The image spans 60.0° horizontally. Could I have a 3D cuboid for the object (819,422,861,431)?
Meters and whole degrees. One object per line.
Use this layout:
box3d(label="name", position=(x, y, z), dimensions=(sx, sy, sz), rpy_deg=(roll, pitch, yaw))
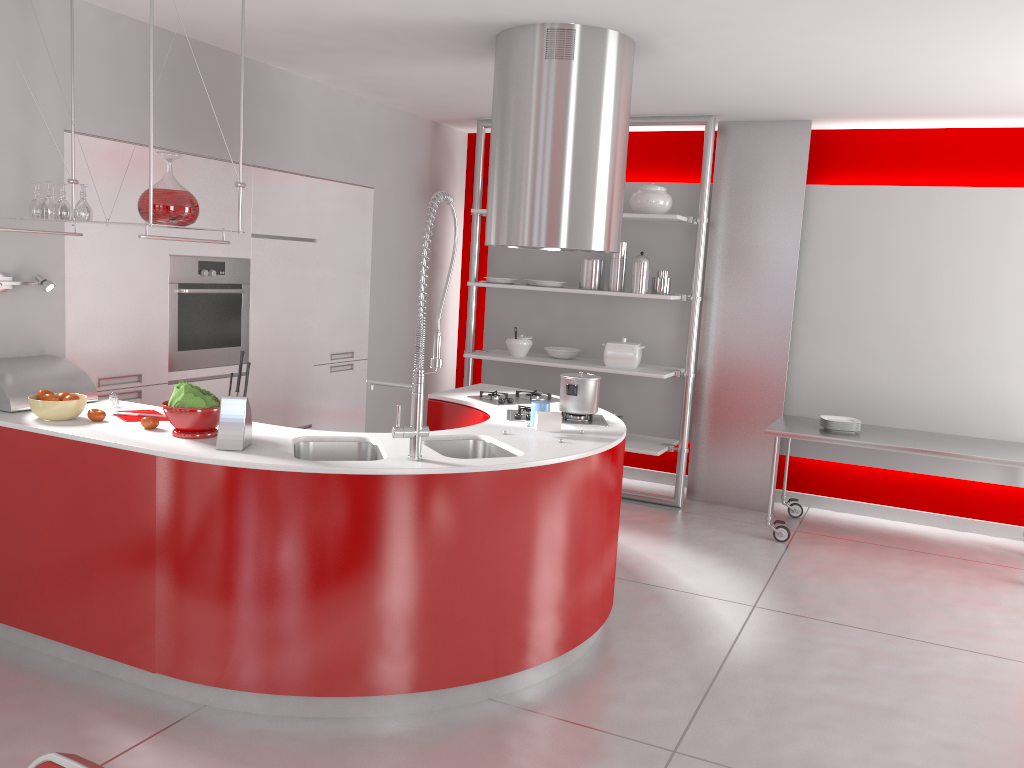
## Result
box3d(label="object", position=(2.003, 0.264, 5.425), dimensions=(0.228, 0.020, 0.228), rpy_deg=(4, 8, 6))

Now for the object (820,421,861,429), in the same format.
box3d(label="object", position=(2.004, 0.253, 5.423), dimensions=(0.228, 0.020, 0.228), rpy_deg=(4, 8, 6))

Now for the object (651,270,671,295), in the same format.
box3d(label="object", position=(1.008, -0.686, 5.988), dimensions=(0.127, 0.157, 0.127), rpy_deg=(9, 9, 35))

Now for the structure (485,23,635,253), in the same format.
box3d(label="structure", position=(0.219, -1.112, 4.174), dimensions=(0.644, 0.958, 0.644), rpy_deg=(2, 8, -9))

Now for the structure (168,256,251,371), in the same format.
box3d(label="structure", position=(-1.607, -0.382, 4.775), dimensions=(0.050, 0.589, 0.599), rpy_deg=(7, 8, 24))

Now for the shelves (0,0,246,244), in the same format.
box3d(label="shelves", position=(-1.506, -1.064, 3.306), dimensions=(0.934, 1.023, 0.462), rpy_deg=(7, 8, 24))

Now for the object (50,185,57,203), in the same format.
box3d(label="object", position=(-1.835, -0.722, 3.552), dimensions=(0.060, 0.141, 0.060), rpy_deg=(7, 8, 24))

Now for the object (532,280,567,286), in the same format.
box3d(label="object", position=(0.258, -0.693, 6.158), dimensions=(0.244, 0.042, 0.244), rpy_deg=(5, 8, 9))

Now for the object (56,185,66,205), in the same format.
box3d(label="object", position=(-1.772, -0.710, 3.489), dimensions=(0.060, 0.141, 0.060), rpy_deg=(7, 8, 24))

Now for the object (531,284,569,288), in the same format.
box3d(label="object", position=(0.257, -0.679, 6.160), dimensions=(0.280, 0.015, 0.280), rpy_deg=(-2, 9, -36))

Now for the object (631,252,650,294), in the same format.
box3d(label="object", position=(0.849, -0.736, 5.850), dimensions=(0.115, 0.274, 0.115), rpy_deg=(6, 8, 17))

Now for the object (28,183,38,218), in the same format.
box3d(label="object", position=(-1.862, -0.713, 3.471), dimensions=(0.060, 0.141, 0.060), rpy_deg=(7, 8, 24))

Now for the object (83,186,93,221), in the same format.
box3d(label="object", position=(-1.673, -0.702, 3.471), dimensions=(0.060, 0.141, 0.060), rpy_deg=(7, 8, 24))

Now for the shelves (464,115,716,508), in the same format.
box3d(label="shelves", position=(0.456, -0.535, 6.219), dimensions=(1.735, 2.599, 0.535), rpy_deg=(7, 8, 24))

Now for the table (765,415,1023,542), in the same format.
box3d(label="table", position=(2.374, 0.662, 5.339), dimensions=(1.627, 0.682, 0.749), rpy_deg=(7, 8, 26))

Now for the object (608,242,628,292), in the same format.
box3d(label="object", position=(0.713, -0.786, 5.962), dimensions=(0.109, 0.329, 0.110), rpy_deg=(6, 8, 22))

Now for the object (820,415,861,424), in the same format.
box3d(label="object", position=(2.005, 0.223, 5.419), dimensions=(0.228, 0.020, 0.228), rpy_deg=(4, 8, 6))

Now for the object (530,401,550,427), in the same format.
box3d(label="object", position=(0.118, 0.125, 3.746), dimensions=(0.080, 0.100, 0.109), rpy_deg=(3, 7, -2))

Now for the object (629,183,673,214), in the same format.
box3d(label="object", position=(0.933, -1.232, 5.948), dimensions=(0.287, 0.222, 0.287), rpy_deg=(0, 8, -21))

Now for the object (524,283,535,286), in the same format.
box3d(label="object", position=(0.203, -0.720, 6.443), dimensions=(0.280, 0.015, 0.280), rpy_deg=(-1, 9, -28))

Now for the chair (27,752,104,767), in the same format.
box3d(label="chair", position=(-0.616, 0.966, 1.033), dimensions=(0.418, 0.857, 0.460), rpy_deg=(8, 9, 29))

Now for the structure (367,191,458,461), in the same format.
box3d(label="structure", position=(-0.324, -0.205, 3.054), dimensions=(0.308, 0.920, 0.178), rpy_deg=(0, 8, -22))

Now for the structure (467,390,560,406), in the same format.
box3d(label="structure", position=(0.035, 0.063, 4.568), dimensions=(0.457, 0.037, 0.303), rpy_deg=(-2, 9, -35))

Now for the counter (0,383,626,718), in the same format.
box3d(label="counter", position=(-0.771, 0.585, 3.762), dimensions=(2.865, 0.880, 1.868), rpy_deg=(-1, 9, -31))

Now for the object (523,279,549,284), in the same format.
box3d(label="object", position=(0.204, -0.733, 6.441), dimensions=(0.244, 0.042, 0.244), rpy_deg=(6, 8, 16))

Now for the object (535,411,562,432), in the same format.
box3d(label="object", position=(0.145, 0.151, 3.621), dimensions=(0.100, 0.080, 0.109), rpy_deg=(3, 8, -5))

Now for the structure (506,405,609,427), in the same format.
box3d(label="structure", position=(0.204, 0.139, 4.067), dimensions=(0.457, 0.037, 0.303), rpy_deg=(3, 7, 0))

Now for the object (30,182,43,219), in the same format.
box3d(label="object", position=(-1.809, -0.699, 3.392), dimensions=(0.060, 0.141, 0.060), rpy_deg=(4, 7, 1))

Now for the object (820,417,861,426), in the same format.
box3d(label="object", position=(2.005, 0.233, 5.421), dimensions=(0.228, 0.020, 0.228), rpy_deg=(4, 8, 6))

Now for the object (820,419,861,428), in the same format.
box3d(label="object", position=(2.004, 0.243, 5.422), dimensions=(0.228, 0.020, 0.228), rpy_deg=(4, 8, 6))

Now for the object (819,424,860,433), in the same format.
box3d(label="object", position=(2.002, 0.274, 5.426), dimensions=(0.228, 0.020, 0.228), rpy_deg=(4, 8, 6))

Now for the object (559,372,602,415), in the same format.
box3d(label="object", position=(0.309, 0.036, 4.050), dimensions=(0.189, 0.185, 0.218), rpy_deg=(2, 8, -13))
